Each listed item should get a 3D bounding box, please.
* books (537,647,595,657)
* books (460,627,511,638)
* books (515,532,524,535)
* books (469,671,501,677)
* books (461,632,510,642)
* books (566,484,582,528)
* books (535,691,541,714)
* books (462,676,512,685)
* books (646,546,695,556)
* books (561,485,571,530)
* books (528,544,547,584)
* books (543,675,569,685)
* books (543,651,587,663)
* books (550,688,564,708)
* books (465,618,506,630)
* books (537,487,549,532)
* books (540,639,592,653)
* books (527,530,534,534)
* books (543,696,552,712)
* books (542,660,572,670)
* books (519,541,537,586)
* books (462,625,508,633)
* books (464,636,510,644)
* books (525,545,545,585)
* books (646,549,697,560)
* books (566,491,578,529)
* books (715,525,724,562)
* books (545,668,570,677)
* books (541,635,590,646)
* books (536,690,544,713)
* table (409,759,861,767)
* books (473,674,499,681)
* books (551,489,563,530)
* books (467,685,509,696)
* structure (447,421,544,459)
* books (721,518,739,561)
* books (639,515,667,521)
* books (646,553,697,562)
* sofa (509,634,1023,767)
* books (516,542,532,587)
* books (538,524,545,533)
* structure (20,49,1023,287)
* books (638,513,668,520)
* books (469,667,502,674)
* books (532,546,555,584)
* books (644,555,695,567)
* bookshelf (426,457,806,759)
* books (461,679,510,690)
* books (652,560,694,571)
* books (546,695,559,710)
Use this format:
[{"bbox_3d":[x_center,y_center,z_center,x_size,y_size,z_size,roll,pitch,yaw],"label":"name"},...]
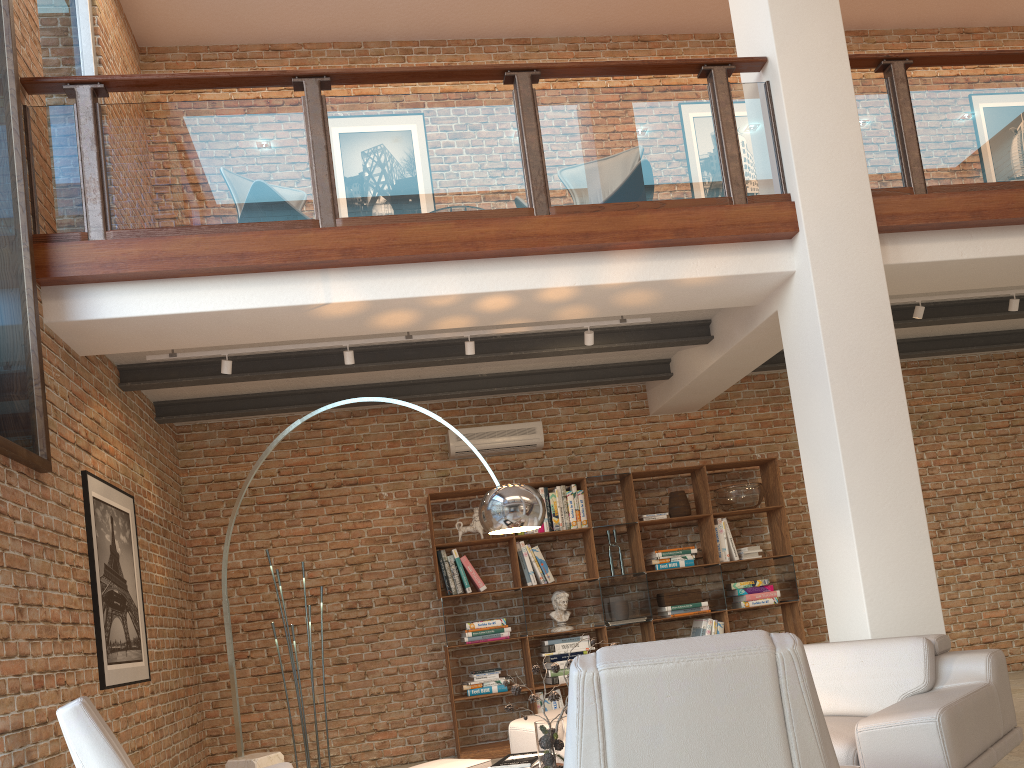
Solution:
[{"bbox_3d":[0.450,2.241,7.302,0.443,0.020,0.281,-5,-15,-9],"label":"books"},{"bbox_3d":[-0.219,2.057,7.218,0.378,0.035,0.253,-3,-15,-15],"label":"books"},{"bbox_3d":[0.039,1.136,7.382,0.055,0.321,0.262,-7,-9,-10],"label":"books"},{"bbox_3d":[-0.228,2.402,7.221,0.235,0.018,0.177,-3,-16,-16],"label":"books"},{"bbox_3d":[-0.226,2.095,7.220,0.378,0.035,0.253,-4,-15,-14],"label":"books"},{"bbox_3d":[0.529,1.064,7.452,0.036,0.373,0.251,-7,-8,-10],"label":"books"},{"bbox_3d":[0.208,2.739,7.219,0.036,0.373,0.251,-7,-8,-10],"label":"books"},{"bbox_3d":[-0.210,2.444,7.188,0.378,0.018,0.253,-3,-16,-16],"label":"books"},{"bbox_3d":[1.362,1.447,7.537,0.354,0.020,0.281,-4,-15,-11],"label":"books"},{"bbox_3d":[0.437,1.072,7.438,0.036,0.373,0.251,-7,-8,-10],"label":"books"},{"bbox_3d":[0.191,1.532,7.362,0.124,0.339,0.280,-6,-9,-10],"label":"books"},{"bbox_3d":[0.478,2.451,7.280,0.378,0.063,0.253,-3,-15,-15],"label":"books"},{"bbox_3d":[0.440,2.275,7.284,0.325,0.054,0.264,-4,-15,-14],"label":"books"},{"bbox_3d":[0.403,2.727,7.273,0.079,0.375,0.251,-7,-8,-10],"label":"books"},{"bbox_3d":[-0.224,1.997,7.242,0.326,0.054,0.263,-6,-15,-7],"label":"books"},{"bbox_3d":[0.253,1.085,7.398,0.036,0.373,0.251,-7,-8,-10],"label":"books"},{"bbox_3d":[0.450,2.204,7.325,0.378,0.063,0.253,-3,-15,-15],"label":"books"},{"bbox_3d":[0.118,1.124,7.376,0.055,0.321,0.262,-7,-9,-10],"label":"books"},{"bbox_3d":[0.292,2.760,7.237,0.057,0.321,0.262,-7,-9,-10],"label":"books"},{"bbox_3d":[0.473,2.335,7.295,0.378,0.063,0.253,-1,-16,-22],"label":"books"},{"bbox_3d":[0.119,1.517,7.333,0.103,0.373,0.251,-6,-8,-10],"label":"books"},{"bbox_3d":[-0.228,2.035,7.240,0.354,0.020,0.281,-4,-15,-11],"label":"books"},{"bbox_3d":[-0.215,2.124,7.225,0.354,0.020,0.281,-5,-15,-9],"label":"books"},{"bbox_3d":[0.172,1.531,7.350,0.124,0.339,0.280,-6,-9,-10],"label":"books"},{"bbox_3d":[1.370,1.468,7.515,0.378,0.035,0.253,-3,-15,-15],"label":"books"},{"bbox_3d":[0.486,1.093,7.437,0.055,0.321,0.262,-7,-9,-10],"label":"books"},{"bbox_3d":[1.747,1.403,7.588,0.055,0.321,0.262,-7,-9,-10],"label":"books"},{"bbox_3d":[0.467,2.398,7.304,0.361,0.054,0.292,-5,-15,-7],"label":"books"},{"bbox_3d":[0.440,2.153,7.324,0.378,0.035,0.253,-5,-15,-9],"label":"books"},{"bbox_3d":[0.242,2.741,7.240,0.036,0.373,0.251,-7,-8,-10],"label":"books"},{"bbox_3d":[-0.026,1.762,3.276,2.263,0.417,1.982,-20,-19,40],"label":"table"},{"bbox_3d":[-0.219,2.425,7.213,0.205,0.033,0.137,-5,-15,-9],"label":"books"},{"bbox_3d":[0.373,1.091,7.426,0.020,0.349,0.280,-7,-9,-10],"label":"books"},{"bbox_3d":[-0.196,2.515,7.184,0.326,0.054,0.263,-7,-15,1],"label":"books"},{"bbox_3d":[-0.143,0.486,7.532,0.810,0.213,0.206,-5,-10,-9],"label":"structure"},{"bbox_3d":[1.869,1.372,7.633,0.101,0.373,0.251,-6,-8,-10],"label":"books"},{"bbox_3d":[1.209,1.161,7.481,0.205,0.033,0.137,-5,-15,-9],"label":"books"},{"bbox_3d":[1.371,1.497,7.521,0.378,0.018,0.253,-3,-16,-16],"label":"books"},{"bbox_3d":[1.196,1.774,4.509,2.389,0.735,1.150,-19,-17,40],"label":"sofa"},{"bbox_3d":[0.078,1.526,7.351,0.101,0.373,0.251,-6,-8,-10],"label":"books"},{"bbox_3d":[0.207,1.122,7.409,0.055,0.321,0.262,-7,-9,-10],"label":"books"},{"bbox_3d":[3.091,-1.098,1.112,10.124,4.020,14.336,-5,-14,-9],"label":"structure"},{"bbox_3d":[1.199,1.138,7.489,0.235,0.018,0.177,-3,-16,-16],"label":"books"},{"bbox_3d":[-0.220,2.370,7.204,0.251,0.016,0.168,-5,-15,-9],"label":"books"},{"bbox_3d":[0.242,1.533,7.355,0.158,0.320,0.262,-6,-9,-10],"label":"books"},{"bbox_3d":[1.357,1.528,7.526,0.378,0.035,0.253,-5,-15,-9],"label":"books"},{"bbox_3d":[0.921,1.872,7.405,3.025,2.145,0.374,-5,-5,-9],"label":"bookshelf"},{"bbox_3d":[-0.224,2.474,7.193,0.378,0.035,0.253,-5,-15,-9],"label":"books"},{"bbox_3d":[1.385,1.569,7.517,0.326,0.054,0.263,-7,-15,1],"label":"books"},{"bbox_3d":[0.349,2.753,7.240,0.055,0.321,0.262,-7,-9,-10],"label":"books"}]
